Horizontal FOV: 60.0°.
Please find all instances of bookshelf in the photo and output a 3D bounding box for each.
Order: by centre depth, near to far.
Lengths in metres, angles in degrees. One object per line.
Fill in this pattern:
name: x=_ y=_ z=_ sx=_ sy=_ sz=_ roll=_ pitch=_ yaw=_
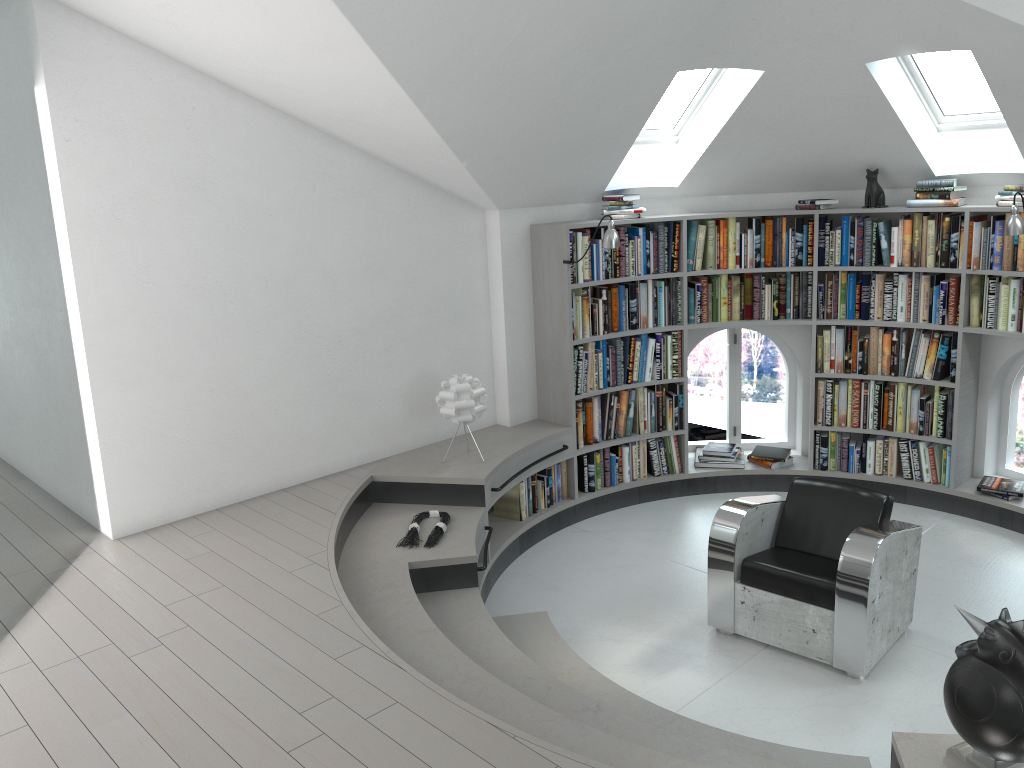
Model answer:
bookshelf: x=2.406 y=-0.066 z=5.322 sx=2.116 sy=1.869 sz=4.344 roll=-14 pitch=17 yaw=-41

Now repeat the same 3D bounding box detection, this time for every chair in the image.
chair: x=1.563 y=0.930 z=4.583 sx=0.825 sy=0.715 sz=0.744 roll=9 pitch=17 yaw=41

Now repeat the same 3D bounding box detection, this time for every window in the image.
window: x=2.324 y=-1.788 z=4.961 sx=1.939 sy=0.709 sz=4.066 roll=-15 pitch=18 yaw=-41
window: x=2.695 y=0.108 z=6.344 sx=3.235 sy=1.144 sz=0.620 roll=6 pitch=15 yaw=32

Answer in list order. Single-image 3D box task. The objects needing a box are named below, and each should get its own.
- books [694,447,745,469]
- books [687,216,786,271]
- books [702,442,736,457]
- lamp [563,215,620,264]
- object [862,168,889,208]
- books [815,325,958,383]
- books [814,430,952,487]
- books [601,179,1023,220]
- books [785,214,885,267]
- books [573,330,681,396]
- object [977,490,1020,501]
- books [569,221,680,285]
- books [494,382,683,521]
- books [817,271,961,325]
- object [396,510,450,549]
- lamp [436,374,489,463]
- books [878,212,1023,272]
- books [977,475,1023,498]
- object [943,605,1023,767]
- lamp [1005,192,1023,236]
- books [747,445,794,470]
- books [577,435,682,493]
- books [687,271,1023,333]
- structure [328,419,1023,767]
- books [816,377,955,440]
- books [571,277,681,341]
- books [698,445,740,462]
books: x=1.590 y=0.563 z=6.794 sx=0.365 sy=0.042 sz=0.390 roll=1 pitch=14 yaw=13
books: x=1.578 y=-1.017 z=6.358 sx=0.792 sy=0.371 sz=0.270 roll=-3 pitch=12 yaw=1
books: x=1.587 y=0.499 z=6.780 sx=0.213 sy=0.036 sz=0.228 roll=3 pitch=15 yaw=23
lamp: x=0.514 y=-0.926 z=5.679 sx=0.415 sy=0.310 sz=0.117 roll=10 pitch=17 yaw=43
object: x=2.474 y=-1.328 z=6.016 sx=0.147 sy=0.263 sz=0.202 roll=9 pitch=17 yaw=43
books: x=2.636 y=-0.240 z=6.183 sx=0.998 sy=0.349 sz=0.299 roll=5 pitch=15 yaw=30
books: x=2.667 y=0.490 z=6.335 sx=1.020 sy=0.304 sz=0.289 roll=5 pitch=15 yaw=31
books: x=2.024 y=-1.257 z=5.991 sx=2.814 sy=0.172 sz=0.752 roll=2 pitch=14 yaw=17
books: x=2.250 y=-1.011 z=6.244 sx=0.682 sy=0.344 sz=0.266 roll=3 pitch=14 yaw=24
books: x=0.753 y=-0.172 z=6.276 sx=1.021 sy=0.357 sz=0.262 roll=-9 pitch=14 yaw=-25
object: x=3.255 y=0.707 z=5.876 sx=0.214 sy=0.036 sz=0.227 roll=-9 pitch=15 yaw=-25
books: x=0.710 y=-0.922 z=6.150 sx=1.034 sy=0.359 sz=0.302 roll=-9 pitch=14 yaw=-26
books: x=0.550 y=0.406 z=6.265 sx=1.644 sy=0.691 sz=0.392 roll=-11 pitch=15 yaw=-32
books: x=2.641 y=-0.618 z=6.140 sx=1.029 sy=0.357 sz=0.302 roll=6 pitch=15 yaw=32
object: x=-0.461 y=0.785 z=4.811 sx=0.218 sy=0.081 sz=0.476 roll=0 pitch=14 yaw=10
lamp: x=-0.299 y=0.205 z=5.413 sx=0.306 sy=0.522 sz=0.307 roll=6 pitch=15 yaw=35
books: x=3.071 y=-0.898 z=5.557 sx=0.395 sy=0.365 sz=1.571 roll=-12 pitch=16 yaw=-36
books: x=3.253 y=0.678 z=5.870 sx=0.269 sy=0.029 sz=0.254 roll=7 pitch=17 yaw=36
object: x=1.471 y=0.936 z=2.655 sx=0.320 sy=0.559 sz=0.322 roll=2 pitch=13 yaw=20
lamp: x=3.023 y=-0.850 z=5.216 sx=0.358 sy=0.563 sz=0.113 roll=-12 pitch=15 yaw=-35
books: x=1.944 y=0.551 z=6.662 sx=0.292 sy=0.099 sz=0.319 roll=-14 pitch=17 yaw=-40
books: x=0.826 y=0.537 z=6.485 sx=0.919 sy=0.318 sz=0.284 roll=-9 pitch=14 yaw=-24
books: x=2.371 y=-0.587 z=6.092 sx=2.531 sy=0.369 sz=0.594 roll=4 pitch=15 yaw=27
structure: x=1.439 y=0.946 z=4.563 sx=4.708 sy=0.689 sz=4.739 roll=-2 pitch=13 yaw=2
books: x=2.667 y=0.137 z=6.256 sx=1.033 sy=0.355 sz=0.294 roll=6 pitch=15 yaw=31
books: x=0.738 y=-0.550 z=6.248 sx=1.090 sy=0.346 sz=0.304 roll=-9 pitch=14 yaw=-26
books: x=1.588 y=0.530 z=6.787 sx=0.269 sy=0.031 sz=0.287 roll=3 pitch=15 yaw=23
